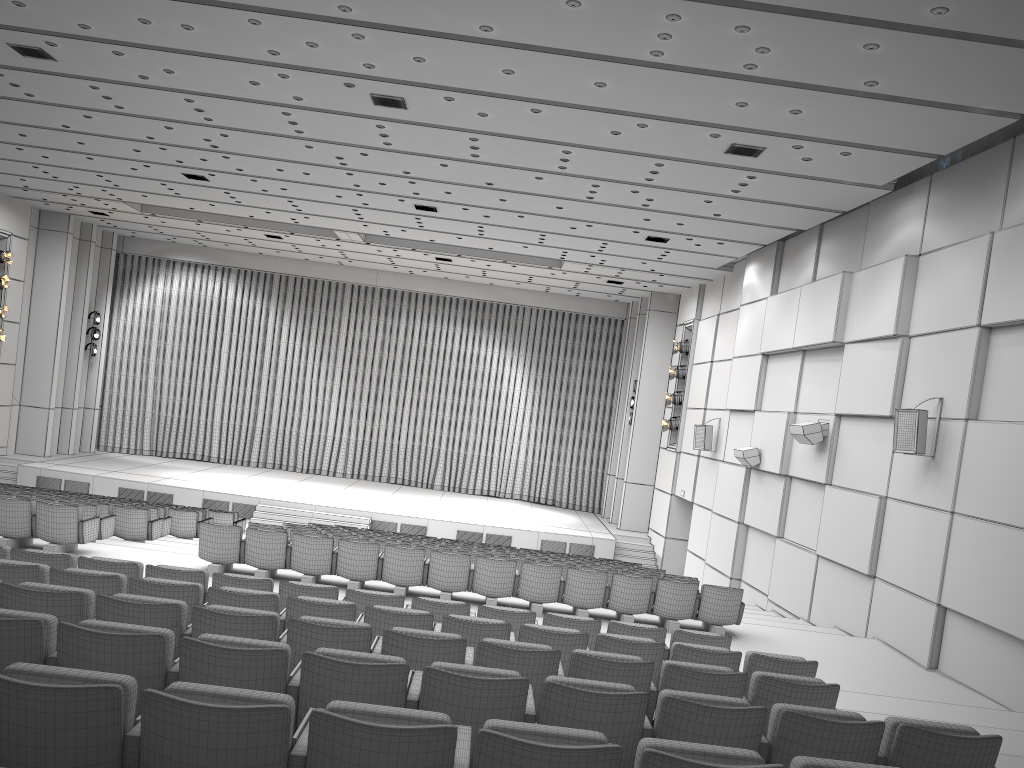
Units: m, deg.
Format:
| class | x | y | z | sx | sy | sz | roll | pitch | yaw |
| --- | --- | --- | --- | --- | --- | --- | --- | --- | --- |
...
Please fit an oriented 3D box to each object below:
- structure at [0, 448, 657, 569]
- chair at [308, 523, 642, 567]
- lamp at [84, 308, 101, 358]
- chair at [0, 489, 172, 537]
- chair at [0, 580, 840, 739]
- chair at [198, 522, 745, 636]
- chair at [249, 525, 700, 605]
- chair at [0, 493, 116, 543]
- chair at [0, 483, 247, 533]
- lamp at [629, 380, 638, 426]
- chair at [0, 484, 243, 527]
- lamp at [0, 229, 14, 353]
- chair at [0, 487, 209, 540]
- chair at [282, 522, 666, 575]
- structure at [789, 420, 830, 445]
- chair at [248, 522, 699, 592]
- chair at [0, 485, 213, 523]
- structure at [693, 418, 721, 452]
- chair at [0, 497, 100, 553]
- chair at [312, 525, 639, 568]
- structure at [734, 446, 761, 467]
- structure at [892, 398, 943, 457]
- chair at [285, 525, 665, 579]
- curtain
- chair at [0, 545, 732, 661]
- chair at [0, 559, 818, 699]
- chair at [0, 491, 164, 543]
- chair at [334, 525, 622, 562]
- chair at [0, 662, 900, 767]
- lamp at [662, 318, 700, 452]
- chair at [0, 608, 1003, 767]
| class | x | y | z | sx | sy | sz | roll | pitch | yaw |
| --- | --- | --- | --- | --- | --- | --- | --- | --- | --- |
| structure | -4.836 | 3.474 | 25.168 | 17.823 | 0.847 | 8.305 | 7 | -1 | -1 |
| chair | -0.717 | 3.414 | 17.413 | 6.601 | 0.623 | 0.611 | 7 | 1 | -1 |
| lamp | -12.217 | -1.465 | 25.701 | 0.436 | 1.481 | 0.384 | 7 | 2 | 3 |
| chair | -8.484 | 1.863 | 13.890 | 6.051 | 0.623 | 0.611 | 7 | 1 | -1 |
| chair | -4.608 | 1.227 | 5.235 | 13.203 | 0.623 | 0.611 | 7 | 1 | -1 |
| chair | -0.469 | 2.362 | 10.782 | 6.602 | 0.623 | 0.611 | 7 | 1 | -1 |
| chair | -0.493 | 2.540 | 11.887 | 6.051 | 0.623 | 0.611 | 7 | 1 | -1 |
| chair | -8.402 | 1.512 | 11.679 | 6.051 | 0.623 | 0.611 | 7 | 1 | -1 |
| chair | -8.615 | 2.568 | 18.318 | 6.051 | 0.623 | 0.611 | 7 | 1 | -1 |
| lamp | 3.535 | 0.549 | 24.922 | 0.437 | 1.481 | 0.384 | 7 | 2 | -5 |
| chair | -8.625 | 2.386 | 17.205 | 6.601 | 0.623 | 0.611 | 7 | 1 | -1 |
| lamp | -12.892 | -2.179 | 21.886 | 0.746 | 3.348 | 1.017 | 7 | 2 | -1 |
| chair | -8.543 | 2.036 | 14.995 | 6.601 | 0.623 | 0.611 | 7 | 1 | -1 |
| chair | -0.634 | 3.063 | 15.203 | 6.601 | 0.623 | 0.611 | 7 | 1 | -1 |
| structure | 4.676 | 0.743 | 13.911 | 0.471 | 0.418 | 0.519 | 7 | 0 | -5 |
| chair | -0.552 | 2.713 | 12.992 | 6.601 | 0.623 | 0.611 | 7 | 1 | -1 |
| chair | -8.567 | 2.213 | 16.100 | 6.051 | 0.623 | 0.611 | 7 | 1 | -1 |
| structure | 4.227 | 1.084 | 19.205 | 0.412 | 0.746 | 0.406 | 6 | 2 | -44 |
| chair | -8.377 | 1.335 | 10.574 | 6.601 | 0.623 | 0.611 | 7 | 1 | -1 |
| chair | -0.659 | 3.240 | 16.308 | 6.051 | 0.623 | 0.611 | 7 | 1 | -1 |
| structure | 4.426 | 1.320 | 16.459 | 0.471 | 0.418 | 0.519 | 7 | 0 | -4 |
| structure | 4.952 | 0.505 | 10.826 | 0.412 | 0.746 | 0.406 | 6 | 2 | -44 |
| chair | -0.576 | 2.890 | 14.098 | 6.051 | 0.623 | 0.611 | 7 | 1 | -1 |
| curtain | -4.474 | -0.119 | 28.140 | 16.134 | 6.535 | 1.426 | 7 | 2 | -2 |
| chair | -4.691 | 1.577 | 7.446 | 13.203 | 0.623 | 0.611 | 7 | 1 | -1 |
| chair | -4.623 | 1.405 | 6.341 | 13.753 | 0.623 | 0.611 | 7 | 1 | -1 |
| chair | -8.460 | 1.685 | 12.784 | 6.601 | 0.623 | 0.611 | 7 | 1 | -1 |
| chair | -0.707 | 3.596 | 18.526 | 6.051 | 0.623 | 0.611 | 7 | 1 | -1 |
| chair | -4.525 | 0.876 | 3.025 | 13.203 | 0.623 | 0.611 | 7 | 1 | -1 |
| lamp | 4.290 | 0.054 | 22.359 | 0.756 | 3.348 | 1.018 | 7 | 2 | -5 |
| chair | -4.540 | 1.055 | 4.131 | 13.753 | 0.623 | 0.611 | 7 | 1 | -1 |
